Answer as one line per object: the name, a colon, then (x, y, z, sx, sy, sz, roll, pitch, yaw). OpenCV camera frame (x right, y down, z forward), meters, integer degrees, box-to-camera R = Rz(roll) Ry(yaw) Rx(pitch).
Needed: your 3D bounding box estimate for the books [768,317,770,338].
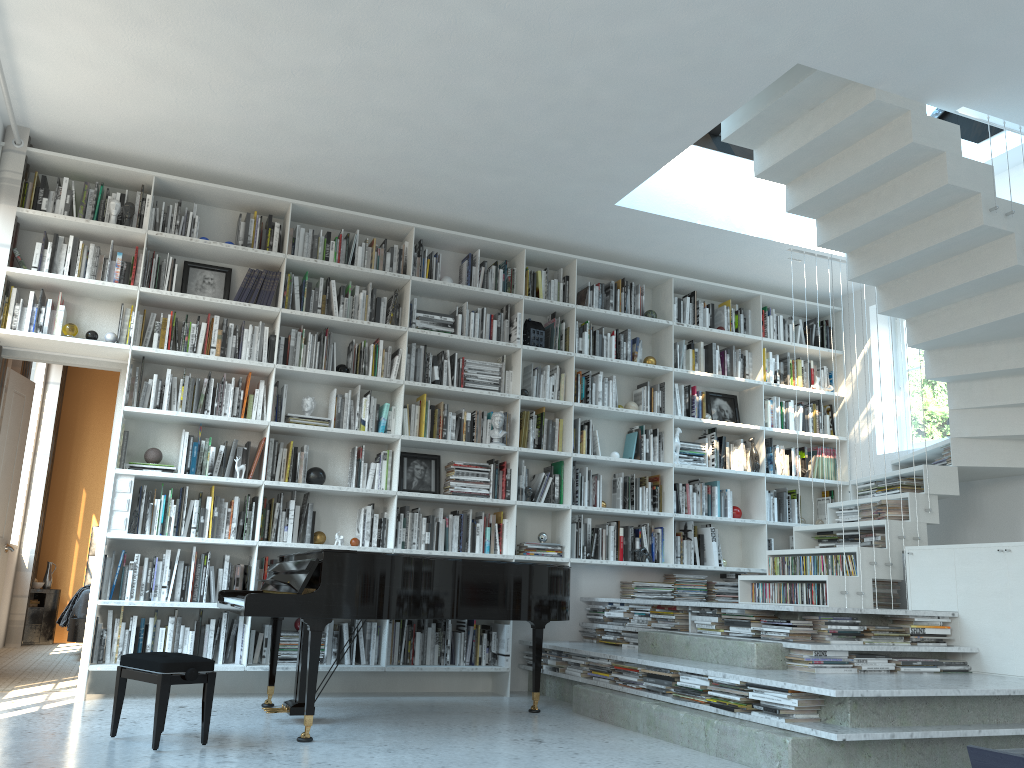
books: (2.083, -0.431, 7.397, 0.022, 0.228, 0.175, 7, -14, -22)

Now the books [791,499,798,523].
books: (2.239, 1.039, 7.164, 0.021, 0.205, 0.175, 7, -14, -22)

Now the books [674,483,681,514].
books: (1.223, 0.885, 6.760, 0.047, 0.243, 0.177, 7, -14, -22)

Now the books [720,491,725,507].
books: (1.610, 0.953, 6.930, 0.037, 0.218, 0.139, 7, -14, -22)

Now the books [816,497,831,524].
books: (2.578, 1.065, 7.325, 0.012, 0.253, 0.161, 7, -14, -22)

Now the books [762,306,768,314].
books: (2.093, -0.474, 7.434, 0.014, 0.330, 0.143, 7, -14, -22)

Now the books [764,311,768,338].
books: (2.070, -0.453, 7.392, 0.012, 0.268, 0.185, 7, -14, -22)

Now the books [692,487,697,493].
books: (1.369, 0.913, 6.824, 0.012, 0.229, 0.179, 7, -14, -22)

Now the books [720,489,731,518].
books: (1.642, 0.947, 6.935, 0.025, 0.235, 0.181, 7, -14, -22)

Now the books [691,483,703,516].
books: (1.397, 0.899, 6.814, 0.028, 0.254, 0.191, 7, -14, -22)

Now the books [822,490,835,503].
books: (2.630, 1.045, 7.364, 0.013, 0.314, 0.129, 7, -14, -22)

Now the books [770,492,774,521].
books: (2.032, 0.996, 7.093, 0.022, 0.241, 0.151, 7, -14, -22)

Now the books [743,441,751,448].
books: (1.890, 0.602, 7.136, 0.029, 0.283, 0.139, 7, -14, -22)

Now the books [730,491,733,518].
books: (1.665, 0.956, 6.945, 0.027, 0.222, 0.170, 7, -14, -22)

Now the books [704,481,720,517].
books: (1.553, 0.906, 6.894, 0.026, 0.289, 0.181, 7, -14, -22)

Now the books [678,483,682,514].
books: (1.252, 0.890, 6.784, 0.024, 0.246, 0.143, 7, -14, -22)

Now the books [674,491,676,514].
books: (1.196, 0.912, 6.747, 0.022, 0.183, 0.163, 7, -14, -22)

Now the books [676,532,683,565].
books: (1.240, 1.247, 6.697, 0.015, 0.243, 0.157, 7, -14, -22)

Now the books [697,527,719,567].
books: (1.468, 1.244, 6.755, 0.075, 0.290, 0.255, 7, -14, -22)

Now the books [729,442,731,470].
books: (1.687, 0.592, 7.051, 0.031, 0.249, 0.133, 7, -14, -22)

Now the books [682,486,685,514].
books: (1.272, 0.902, 6.777, 0.011, 0.222, 0.163, 7, -14, -22)

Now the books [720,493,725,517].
books: (1.585, 0.955, 6.902, 0.030, 0.200, 0.190, 7, -14, -22)

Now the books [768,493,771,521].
books: (2.005, 0.995, 7.081, 0.037, 0.235, 0.153, 7, -14, -22)

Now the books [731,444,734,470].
books: (1.715, 0.602, 7.059, 0.028, 0.234, 0.129, 7, -14, -22)

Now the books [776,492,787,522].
books: (2.134, 1.001, 7.115, 0.027, 0.248, 0.184, 7, -14, -22)

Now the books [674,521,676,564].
books: (1.200, 1.206, 6.712, 0.013, 0.326, 0.131, 7, -14, -22)

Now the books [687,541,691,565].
books: (1.306, 1.285, 6.723, 0.024, 0.184, 0.149, 7, -14, -22)

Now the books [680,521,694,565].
books: (1.328, 1.215, 6.743, 0.014, 0.332, 0.169, 7, -14, -22)

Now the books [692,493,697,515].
books: (1.353, 0.932, 6.803, 0.028, 0.181, 0.186, 7, -14, -22)

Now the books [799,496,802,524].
books: (2.291, 1.033, 7.205, 0.013, 0.239, 0.166, 7, -14, -22)

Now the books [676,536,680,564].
books: (1.218, 1.261, 6.696, 0.023, 0.214, 0.164, 7, -14, -22)

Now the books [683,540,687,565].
books: (1.278, 1.282, 6.719, 0.030, 0.187, 0.140, 7, -14, -22)

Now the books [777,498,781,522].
books: (2.099, 1.023, 7.124, 0.025, 0.207, 0.149, 7, -14, -22)

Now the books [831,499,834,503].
books: (2.616, 1.079, 7.342, 0.022, 0.236, 0.152, 7, -14, -22)

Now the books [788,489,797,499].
books: (2.252, 1.004, 7.186, 0.011, 0.284, 0.161, 7, -14, -22)

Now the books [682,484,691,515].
books: (1.299, 0.893, 6.784, 0.045, 0.245, 0.186, 7, -14, -22)

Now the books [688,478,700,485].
books: (1.408, 0.884, 6.846, 0.013, 0.298, 0.147, 7, -14, -22)

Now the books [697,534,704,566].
books: (1.402, 1.271, 6.767, 0.031, 0.239, 0.172, 7, -14, -22)

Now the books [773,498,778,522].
books: (2.056, 1.018, 7.094, 0.029, 0.201, 0.173, 7, -14, -22)

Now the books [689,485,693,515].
books: (1.325, 0.903, 6.810, 0.026, 0.238, 0.177, 7, -14, -22)

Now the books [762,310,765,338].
books: (2.054, -0.461, 7.401, 0.013, 0.285, 0.151, 7, -14, -22)

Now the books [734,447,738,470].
books: (1.742, 0.615, 7.060, 0.025, 0.212, 0.155, 7, -14, -22)

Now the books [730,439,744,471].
books: (1.774, 0.585, 7.054, 0.021, 0.270, 0.192, 7, -14, -22)

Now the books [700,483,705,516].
books: (1.425, 0.900, 6.831, 0.012, 0.261, 0.186, 7, -14, -22)

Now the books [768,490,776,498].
books: (2.075, 0.993, 7.128, 0.024, 0.266, 0.133, 7, -14, -22)

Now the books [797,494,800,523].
books: (2.278, 1.025, 7.205, 0.012, 0.253, 0.161, 7, -14, -22)

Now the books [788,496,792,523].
books: (2.194, 1.024, 7.161, 0.014, 0.230, 0.172, 7, -14, -22)

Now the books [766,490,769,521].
books: (1.980, 0.982, 7.065, 0.024, 0.251, 0.176, 7, -14, -22)

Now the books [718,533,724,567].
books: (1.563, 1.277, 6.838, 0.062, 0.273, 0.148, 7, -14, -22)

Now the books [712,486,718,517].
books: (1.531, 0.925, 6.877, 0.023, 0.243, 0.190, 7, -14, -22)

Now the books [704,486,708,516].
books: (1.454, 0.918, 6.866, 0.026, 0.246, 0.166, 7, -14, -22)

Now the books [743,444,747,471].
books: (1.801, 0.605, 7.064, 0.041, 0.238, 0.177, 7, -14, -22)

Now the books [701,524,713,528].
books: (1.502, 1.246, 6.832, 0.012, 0.325, 0.136, 7, -14, -22)

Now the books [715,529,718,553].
books: (1.527, 1.263, 6.815, 0.025, 0.286, 0.160, 7, -14, -22)

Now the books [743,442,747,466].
books: (1.825, 0.604, 7.091, 0.024, 0.254, 0.145, 7, -14, -22)

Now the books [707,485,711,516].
books: (1.480, 0.915, 6.856, 0.014, 0.248, 0.177, 7, -14, -22)

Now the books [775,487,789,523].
books: (2.181, 0.991, 7.168, 0.013, 0.296, 0.141, 7, -14, -22)

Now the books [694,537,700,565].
books: (1.356, 1.275, 6.743, 0.052, 0.216, 0.185, 7, -14, -22)

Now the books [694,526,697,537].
books: (1.378, 1.241, 6.783, 0.010, 0.303, 0.132, 7, -14, -22)
